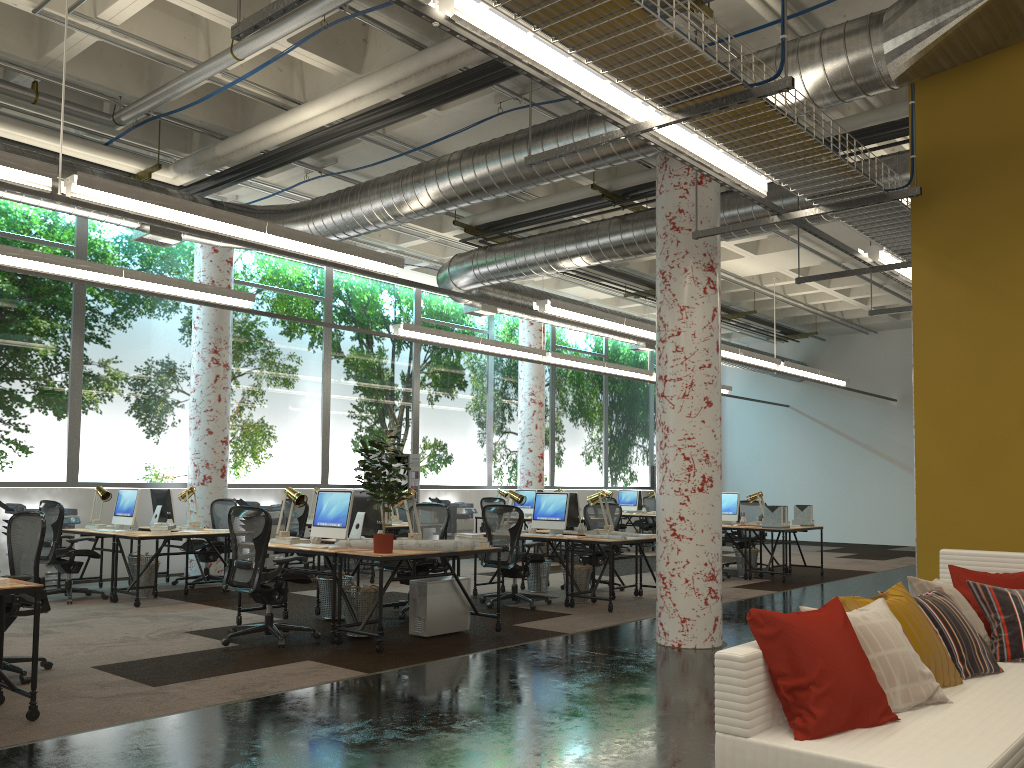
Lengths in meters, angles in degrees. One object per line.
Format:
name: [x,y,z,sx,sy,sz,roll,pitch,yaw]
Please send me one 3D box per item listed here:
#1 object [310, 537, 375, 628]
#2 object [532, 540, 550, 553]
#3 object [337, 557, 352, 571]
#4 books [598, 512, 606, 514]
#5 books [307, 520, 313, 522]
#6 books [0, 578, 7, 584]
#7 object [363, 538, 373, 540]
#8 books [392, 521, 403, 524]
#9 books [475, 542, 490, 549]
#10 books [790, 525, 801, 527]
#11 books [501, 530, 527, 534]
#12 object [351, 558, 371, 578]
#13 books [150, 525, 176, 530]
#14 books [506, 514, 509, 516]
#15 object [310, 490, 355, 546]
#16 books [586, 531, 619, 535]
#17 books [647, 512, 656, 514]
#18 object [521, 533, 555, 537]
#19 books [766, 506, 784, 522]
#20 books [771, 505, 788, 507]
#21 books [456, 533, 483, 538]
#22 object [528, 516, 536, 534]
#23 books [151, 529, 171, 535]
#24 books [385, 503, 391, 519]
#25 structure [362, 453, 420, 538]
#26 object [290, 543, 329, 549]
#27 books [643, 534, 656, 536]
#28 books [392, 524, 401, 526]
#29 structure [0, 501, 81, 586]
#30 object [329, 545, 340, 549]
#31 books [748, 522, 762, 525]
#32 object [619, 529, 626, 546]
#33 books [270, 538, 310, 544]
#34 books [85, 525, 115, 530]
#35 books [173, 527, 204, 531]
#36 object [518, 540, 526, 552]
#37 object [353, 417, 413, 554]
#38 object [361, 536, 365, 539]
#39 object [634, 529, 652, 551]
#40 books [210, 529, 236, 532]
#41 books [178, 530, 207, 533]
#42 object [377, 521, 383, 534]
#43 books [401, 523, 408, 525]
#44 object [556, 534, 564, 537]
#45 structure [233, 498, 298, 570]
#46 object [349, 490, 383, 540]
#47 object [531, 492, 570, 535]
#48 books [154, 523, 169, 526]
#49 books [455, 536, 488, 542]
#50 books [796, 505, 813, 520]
object: [-1.462,1.667,7.709,0.849,0.930,0.105,-3,-5,36]
object: [-0.659,2.703,14.316,3.417,0.435,0.367,6,-7,-39]
object: [-2.496,2.559,13.220,0.353,0.433,0.370,2,-5,-14]
books: [1.901,2.650,18.283,0.309,0.038,0.226,-5,-9,41]
books: [-2.821,1.981,12.815,0.309,0.038,0.226,-5,-9,41]
books: [-2.901,1.071,4.781,0.200,0.024,0.236,-1,-7,14]
object: [-1.232,1.481,8.398,0.439,0.017,0.119,-5,-9,41]
books: [-1.755,1.983,12.751,0.309,0.038,0.226,-5,-9,41]
books: [-0.362,1.392,7.684,0.272,0.050,0.201,-4,-8,38]
books: [4.076,2.059,12.854,0.200,0.024,0.236,-1,-7,14]
books: [-0.009,1.732,10.405,0.309,0.038,0.226,-5,-9,41]
object: [-2.092,2.456,12.283,0.359,0.433,0.354,-3,-6,37]
books: [-3.769,1.549,9.569,0.193,0.044,0.258,1,-6,-2]
books: [-0.219,2.349,15.827,0.309,0.038,0.226,-5,-9,41]
object: [-1.541,1.163,7.691,0.484,0.483,0.190,-4,-6,41]
books: [1.057,1.735,10.341,0.309,0.038,0.226,-5,-9,41]
books: [2.967,2.653,18.219,0.309,0.038,0.226,-5,-9,41]
object: [0.286,1.692,9.936,0.439,0.017,0.119,-5,-9,41]
books: [3.657,1.849,12.324,0.234,0.309,0.068,-3,-5,41]
books: [3.754,1.863,12.436,0.234,0.309,0.068,-3,-5,41]
books: [-0.368,1.316,7.705,0.185,0.030,0.153,-5,-8,39]
object: [0.235,1.645,10.359,0.101,0.208,0.102,1,-4,-4]
books: [-3.786,1.594,9.545,0.200,0.050,0.272,3,-7,-22]
books: [-1.730,1.750,11.902,0.234,0.309,0.068,-3,-5,41]
structure: [-2.060,2.101,15.190,0.639,1.804,0.752,-3,-5,41]
object: [-1.708,1.376,7.525,0.439,0.017,0.119,-5,-9,41]
books: [1.570,1.728,10.136,0.243,0.019,0.206,2,-7,-12]
books: [-1.666,1.920,12.087,0.243,0.019,0.206,-2,-7,18]
structure: [-5.771,1.950,10.873,0.504,1.054,1.060,-3,-6,41]
object: [-1.464,1.347,7.306,0.059,0.029,0.106,-5,-8,41]
books: [3.729,2.096,13.285,0.309,0.038,0.226,-5,-9,41]
object: [2.228,3.228,18.687,0.359,0.433,0.354,-3,-6,37]
books: [-2.003,1.416,7.994,0.309,0.038,0.226,-5,-9,41]
books: [-4.860,1.692,10.453,0.309,0.038,0.226,-5,-9,41]
books: [-3.794,1.694,10.390,0.309,0.038,0.226,-5,-9,41]
object: [0.107,2.928,16.232,0.359,0.433,0.354,-3,-6,37]
object: [-1.030,0.791,6.974,0.514,1.074,0.440,-2,-5,31]
object: [-1.476,1.497,8.618,0.059,0.029,0.106,-5,-8,41]
object: [2.631,3.125,17.751,0.359,0.433,0.354,-3,-6,37]
books: [-3.304,1.678,10.125,0.200,0.024,0.236,-1,-7,14]
books: [-3.562,1.651,9.892,0.243,0.019,0.206,-2,-7,18]
object: [-1.179,1.339,7.987,0.101,0.208,0.102,1,-4,-4]
books: [-1.409,1.946,12.320,0.200,0.024,0.236,-1,-7,14]
object: [0.530,1.663,9.717,0.059,0.029,0.106,-5,-8,41]
structure: [-3.659,2.250,13.322,0.504,1.054,1.060,-3,-6,41]
object: [-1.395,1.230,8.261,0.484,0.483,0.190,-4,-6,41]
object: [0.453,1.479,10.101,0.484,0.483,0.190,-4,-6,41]
books: [-3.783,1.517,9.567,0.153,0.030,0.185,3,-7,-21]
books: [-0.358,1.348,7.714,0.193,0.044,0.258,4,-8,-32]
books: [4.317,1.943,13.088,0.234,0.309,0.068,-3,-5,41]
